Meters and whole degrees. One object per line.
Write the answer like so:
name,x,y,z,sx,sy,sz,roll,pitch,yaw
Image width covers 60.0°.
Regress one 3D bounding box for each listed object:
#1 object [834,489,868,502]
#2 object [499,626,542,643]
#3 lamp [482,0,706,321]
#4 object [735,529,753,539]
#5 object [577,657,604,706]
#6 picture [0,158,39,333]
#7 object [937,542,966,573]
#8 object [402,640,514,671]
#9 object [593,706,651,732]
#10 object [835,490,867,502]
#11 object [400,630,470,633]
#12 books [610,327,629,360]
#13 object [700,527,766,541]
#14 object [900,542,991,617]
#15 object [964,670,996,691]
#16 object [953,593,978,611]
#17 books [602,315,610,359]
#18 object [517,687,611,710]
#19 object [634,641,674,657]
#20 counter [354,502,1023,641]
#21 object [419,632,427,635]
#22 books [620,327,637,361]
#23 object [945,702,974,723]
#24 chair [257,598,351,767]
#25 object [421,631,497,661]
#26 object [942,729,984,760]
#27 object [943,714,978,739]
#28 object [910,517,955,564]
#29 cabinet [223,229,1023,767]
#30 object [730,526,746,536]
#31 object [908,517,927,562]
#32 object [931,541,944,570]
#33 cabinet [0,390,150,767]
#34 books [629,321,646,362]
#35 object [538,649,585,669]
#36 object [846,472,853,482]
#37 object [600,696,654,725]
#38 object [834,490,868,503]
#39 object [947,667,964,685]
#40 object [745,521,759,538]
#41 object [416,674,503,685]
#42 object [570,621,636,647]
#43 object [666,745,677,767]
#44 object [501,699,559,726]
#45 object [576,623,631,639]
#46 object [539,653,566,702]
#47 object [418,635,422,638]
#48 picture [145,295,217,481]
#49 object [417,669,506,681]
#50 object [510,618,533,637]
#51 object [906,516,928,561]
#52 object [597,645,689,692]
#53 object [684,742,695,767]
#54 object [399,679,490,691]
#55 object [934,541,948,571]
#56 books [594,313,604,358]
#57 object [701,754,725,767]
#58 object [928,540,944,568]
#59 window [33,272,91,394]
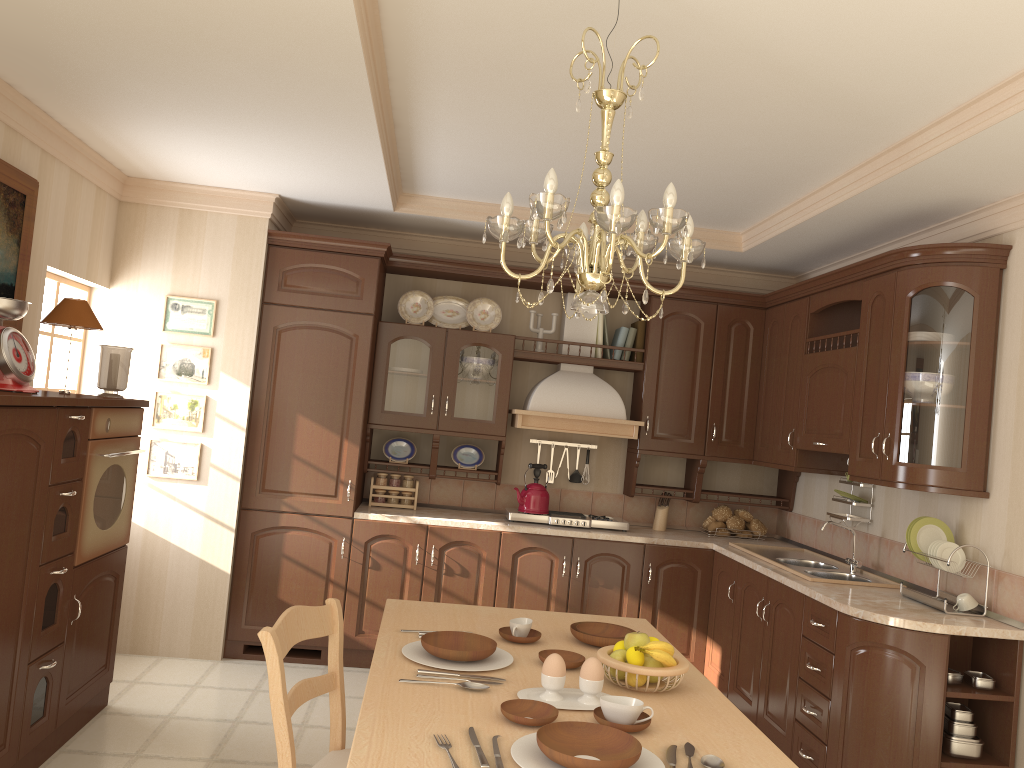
object,1.735,0.572,4.534,0.167,0.051,0.174,6,-2,-5
object,0.023,0.742,2.607,0.126,0.026,0.127,5,-2,22
lamp,0.242,-0.665,2.262,0.501,0.982,0.502,7,-3,-35
object,1.412,0.913,5.400,0.103,0.060,0.105,6,-2,-10
object,0.188,0.697,2.092,0.058,0.104,0.058,7,-3,-26
picture,-1.974,-0.527,3.209,0.036,0.687,0.990,6,-2,-5
object,1.764,0.697,3.563,0.123,0.119,0.034,6,-2,-5
object,-0.145,0.724,2.364,0.299,0.009,0.299,6,-2,-7
object,0.240,0.736,1.938,0.126,0.026,0.127,6,-2,-14
object,1.734,0.575,4.534,0.167,0.051,0.174,6,-2,-5
object,-0.220,0.730,2.609,0.218,0.004,0.028,6,-2,-15
books,0.652,-0.241,5.460,0.086,0.209,0.205,6,-2,-5
object,1.349,0.907,5.419,0.364,0.060,0.199,6,-2,-5
object,1.754,0.765,3.605,0.172,0.275,0.359,6,-2,-4
object,1.764,1.120,3.349,0.084,0.045,0.120,5,-2,6
object,1.794,0.862,3.496,0.085,0.072,0.073,7,-3,-41
books,0.567,-0.281,5.460,0.068,0.271,0.194,6,-2,-5
object,0.133,0.742,2.086,0.245,0.005,0.157,6,-2,-8
object,0.375,0.686,2.249,0.066,0.085,0.184,4,-3,33
counter,0.487,0.826,4.319,2.603,0.034,2.422,6,-2,-5
object,-0.165,0.731,2.573,0.212,0.008,0.018,6,-2,-5
books,0.703,-0.236,5.456,0.080,0.209,0.205,6,-2,-5
object,1.692,1.246,3.364,0.084,0.045,0.120,5,-2,6
chair,-0.404,1.061,2.397,0.517,0.846,0.462,5,-2,12
object,-0.143,0.706,2.366,0.204,0.042,0.204,6,-2,-5
object,1.682,1.351,3.360,0.145,0.077,0.208,5,-2,6
object,1.688,1.292,3.363,0.106,0.057,0.152,5,-2,6
object,1.758,0.654,3.709,0.193,0.188,0.047,6,-2,-4
cabinet,0.220,0.460,4.317,3.226,2.313,2.436,6,-2,-5
object,1.381,0.888,5.452,0.114,0.094,0.098,7,-2,-25
object,1.757,0.655,3.728,0.193,0.188,0.047,6,-2,-4
object,1.761,0.698,3.605,0.123,0.119,0.034,6,-2,-3
cabinet,-1.846,0.698,3.157,0.538,1.349,1.513,6,-2,-5
books,0.770,-0.252,5.465,0.052,0.254,0.205,6,-2,-5
object,0.133,0.744,2.383,0.126,0.026,0.127,7,-3,-40
object,1.772,0.488,4.627,0.049,0.051,0.044,7,-3,-36
object,0.249,0.721,1.938,0.119,0.055,0.063,5,-2,9
object,1.733,0.578,4.534,0.167,0.051,0.174,6,-2,-5
object,1.653,1.110,3.383,0.084,0.045,0.120,6,-2,-19
object,1.472,0.896,5.450,0.091,0.100,0.125,6,-2,-10
object,-0.126,0.721,2.160,0.216,0.004,0.022,6,-2,0
object,0.275,0.761,2.670,0.204,0.042,0.204,4,-3,34
object,0.313,0.745,1.740,0.023,0.008,0.221,5,-2,10
object,0.037,0.716,1.920,0.126,0.026,0.127,6,-2,-14
object,0.276,0.757,2.668,0.168,0.034,0.168,5,-2,6
object,0.098,0.688,2.093,0.058,0.104,0.058,7,-3,-26
object,-0.158,0.731,2.535,0.218,0.008,0.022,6,-2,-3
picture,-1.757,0.020,4.712,0.268,0.964,0.010,6,-2,-5
object,-0.124,0.720,2.195,0.221,0.008,0.023,6,-2,0
object,0.023,0.725,2.601,0.063,0.055,0.119,5,-2,24
object,1.755,0.655,3.746,0.193,0.188,0.047,6,-2,-4
object,0.333,0.735,2.277,0.235,0.068,0.235,4,-3,42
object,0.356,0.752,1.770,0.022,0.004,0.216,5,-2,10
object,-0.161,0.712,2.106,0.219,0.011,0.047,5,-2,4
object,1.762,0.698,3.584,0.123,0.119,0.034,6,-2,-5
books,0.531,-0.303,5.451,0.042,0.305,0.194,6,-2,-5
object,0.383,0.749,1.686,0.047,0.011,0.219,5,-2,11
object,1.759,0.699,3.626,0.123,0.119,0.034,6,-2,-5
window,-2.269,0.022,4.286,0.050,1.100,0.765,6,-2,-5
